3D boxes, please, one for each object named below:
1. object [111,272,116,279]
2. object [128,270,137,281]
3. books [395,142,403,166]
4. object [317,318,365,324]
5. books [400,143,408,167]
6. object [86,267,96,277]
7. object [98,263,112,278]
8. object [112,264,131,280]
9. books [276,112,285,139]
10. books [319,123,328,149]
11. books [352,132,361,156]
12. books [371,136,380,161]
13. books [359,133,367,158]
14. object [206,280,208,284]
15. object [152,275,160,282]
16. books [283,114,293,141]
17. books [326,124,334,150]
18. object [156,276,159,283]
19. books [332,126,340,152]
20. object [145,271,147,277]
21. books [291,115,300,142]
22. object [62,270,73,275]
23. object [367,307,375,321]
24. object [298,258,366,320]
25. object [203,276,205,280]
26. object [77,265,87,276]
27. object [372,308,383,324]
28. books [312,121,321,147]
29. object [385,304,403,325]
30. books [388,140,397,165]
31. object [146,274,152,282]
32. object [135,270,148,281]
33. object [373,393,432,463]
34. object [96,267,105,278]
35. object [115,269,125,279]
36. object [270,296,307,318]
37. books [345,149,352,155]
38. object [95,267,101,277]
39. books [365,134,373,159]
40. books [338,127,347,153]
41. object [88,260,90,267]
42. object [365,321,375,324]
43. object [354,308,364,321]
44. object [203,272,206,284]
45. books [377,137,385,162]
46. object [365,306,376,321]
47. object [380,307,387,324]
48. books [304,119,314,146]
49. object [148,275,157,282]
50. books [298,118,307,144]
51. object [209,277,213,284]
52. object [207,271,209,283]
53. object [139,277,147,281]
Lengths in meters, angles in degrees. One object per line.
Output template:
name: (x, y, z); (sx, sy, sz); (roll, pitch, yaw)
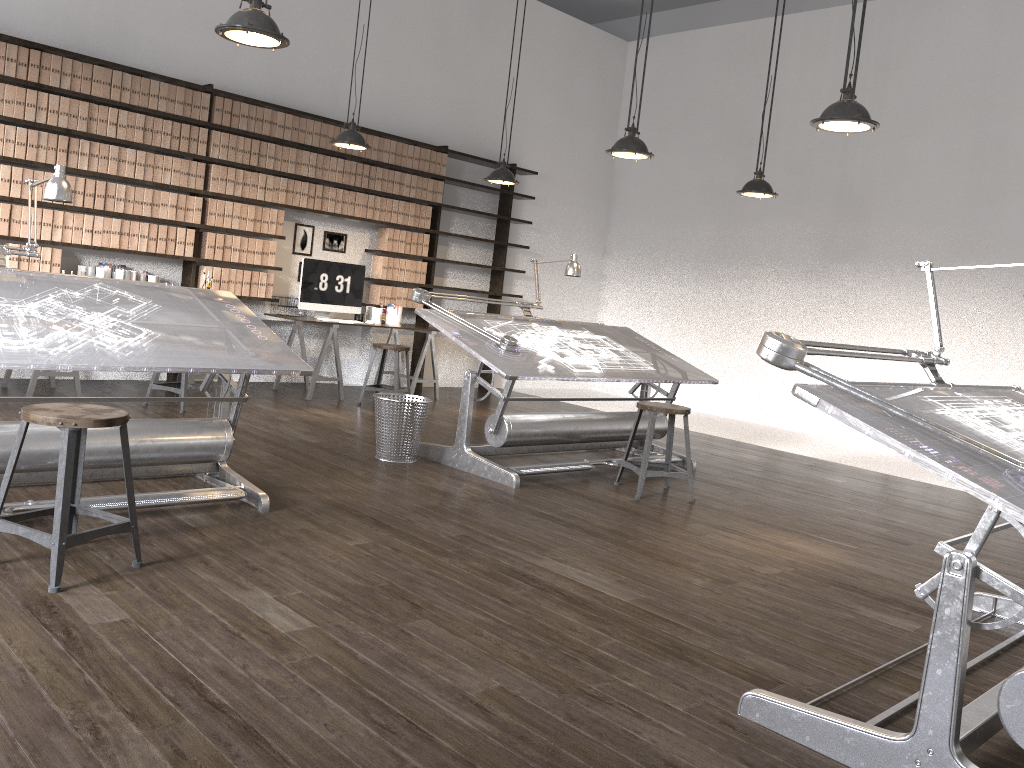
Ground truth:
object: (-3.082, -0.819, 6.871); (0.053, 0.101, 0.054); (5, 4, -28)
object: (-2.981, -0.828, 6.943); (0.062, 0.119, 0.062); (7, 3, 14)
books: (-1.140, -2.208, 8.514); (0.066, 0.225, 0.175); (4, 5, -44)
object: (-1.487, -0.548, 7.720); (0.119, 0.017, 0.438); (11, 7, 41)
books: (-1.092, -2.207, 8.564); (0.066, 0.225, 0.175); (4, 5, -44)
object: (-3.189, -0.827, 6.700); (0.062, 0.118, 0.063); (6, 3, -4)
object: (-3.138, -0.850, 6.817); (0.094, 0.161, 0.094); (9, 5, 41)
object: (-3.053, -0.850, 6.915); (0.094, 0.161, 0.206); (3, 5, -43)
books: (-2.036, -2.222, 7.634); (0.066, 0.225, 0.175); (4, 5, -45)
books: (-1.729, -2.217, 7.930); (0.067, 0.225, 0.175); (4, 5, -45)
books: (-1.482, -2.213, 8.175); (0.066, 0.225, 0.175); (4, 5, -45)
books: (-1.331, -2.210, 8.320); (0.067, 0.225, 0.175); (4, 5, -45)
books: (-1.434, -2.213, 8.228); (0.066, 0.225, 0.175); (4, 5, -44)
object: (-2.444, -0.759, 7.091); (0.008, 0.153, 0.038); (7, 3, 5)
object: (-2.863, -0.821, 7.113); (0.062, 0.095, 0.062); (6, 4, -13)
books: (-1.983, -2.221, 7.683); (0.067, 0.225, 0.175); (4, 5, -44)
books: (-1.687, -2.217, 7.977); (0.066, 0.225, 0.175); (4, 5, -44)
object: (-2.845, -0.812, 7.045); (0.063, 0.094, 0.063); (6, 4, -13)
books: (-1.642, -2.216, 8.025); (0.066, 0.225, 0.175); (4, 5, -45)
object: (-2.901, -0.835, 6.999); (0.036, 0.119, 0.005); (9, 4, 42)
books: (-1.936, -2.221, 7.735); (0.066, 0.225, 0.175); (4, 5, -45)
object: (-3.249, -0.722, 6.460); (0.101, 0.208, 0.102); (7, 3, 0)
object: (-1.299, -0.645, 8.275); (0.096, 0.143, 0.096); (5, 4, -27)
object: (-1.623, -0.834, 7.900); (0.642, 0.516, 0.205); (2, 5, -44)
object: (-2.458, -0.776, 7.104); (0.053, 0.182, 0.006); (6, 3, -2)
object: (-3.255, -0.835, 6.702); (0.062, 0.119, 0.062); (6, 3, -4)
object: (-1.246, -0.630, 8.181); (0.094, 0.144, 0.095); (5, 4, -18)
books: (-1.781, -2.218, 7.879); (0.066, 0.225, 0.175); (4, 5, -44)
object: (-1.103, -0.643, 8.278); (0.145, 0.195, 0.144); (8, 4, 18)
books: (-1.188, -2.208, 8.462); (0.067, 0.225, 0.175); (4, 5, -45)
object: (-2.900, -0.821, 7.063); (0.045, 0.102, 0.044); (9, 4, 37)
object: (-2.966, -0.842, 7.074); (0.095, 0.129, 0.094); (9, 4, 33)
object: (-0.675, 0.266, 5.303); (0.352, 0.377, 0.355); (5, 4, -23)
object: (-3.119, -0.820, 6.708); (0.062, 0.119, 0.062); (7, 3, 5)
object: (-3.018, -0.819, 6.811); (0.062, 0.119, 0.062); (7, 3, 14)
object: (-1.940, -0.672, 7.700); (0.204, 0.160, 0.284); (10, 6, 37)
books: (-1.536, -2.215, 8.129); (0.066, 0.225, 0.175); (4, 5, -45)
object: (-3.162, -0.830, 6.752); (0.045, 0.127, 0.044); (4, 4, -44)
books: (-1.383, -2.212, 8.277); (0.066, 0.225, 0.175); (4, 5, -44)
books: (-1.585, -2.215, 8.072); (0.067, 0.225, 0.175); (4, 5, -44)
object: (-3.223, -0.863, 6.764); (0.041, 0.168, 0.009); (4, 4, -41)
object: (-1.274, -0.555, 7.947); (0.107, 0.028, 0.059); (11, 7, 42)
object: (-1.418, -0.652, 8.231); (0.092, 0.142, 0.096); (8, 4, 25)
object: (-2.453, -0.785, 7.089); (0.055, 0.213, 0.007); (4, 3, -38)
books: (-1.287, -2.210, 8.370); (0.066, 0.225, 0.175); (4, 5, -44)
object: (-1.337, -0.659, 8.370); (0.094, 0.144, 0.095); (5, 4, -27)
object: (-1.211, -0.635, 8.270); (0.069, 0.154, 0.068); (8, 3, 22)
books: (-1.835, -2.219, 7.831); (0.066, 0.225, 0.175); (4, 5, -44)
object: (-2.837, -0.805, 6.978); (0.062, 0.095, 0.062); (6, 4, -13)
books: (-1.887, -2.220, 7.785); (0.066, 0.225, 0.175); (4, 5, -45)
object: (-2.439, -0.773, 7.101); (0.071, 0.186, 0.008); (6, 3, -2)
object: (-2.449, -0.795, 7.112); (0.007, 0.227, 0.020); (6, 3, -13)
object: (-2.921, -0.807, 7.004); (0.054, 0.081, 0.054); (9, 4, 36)
